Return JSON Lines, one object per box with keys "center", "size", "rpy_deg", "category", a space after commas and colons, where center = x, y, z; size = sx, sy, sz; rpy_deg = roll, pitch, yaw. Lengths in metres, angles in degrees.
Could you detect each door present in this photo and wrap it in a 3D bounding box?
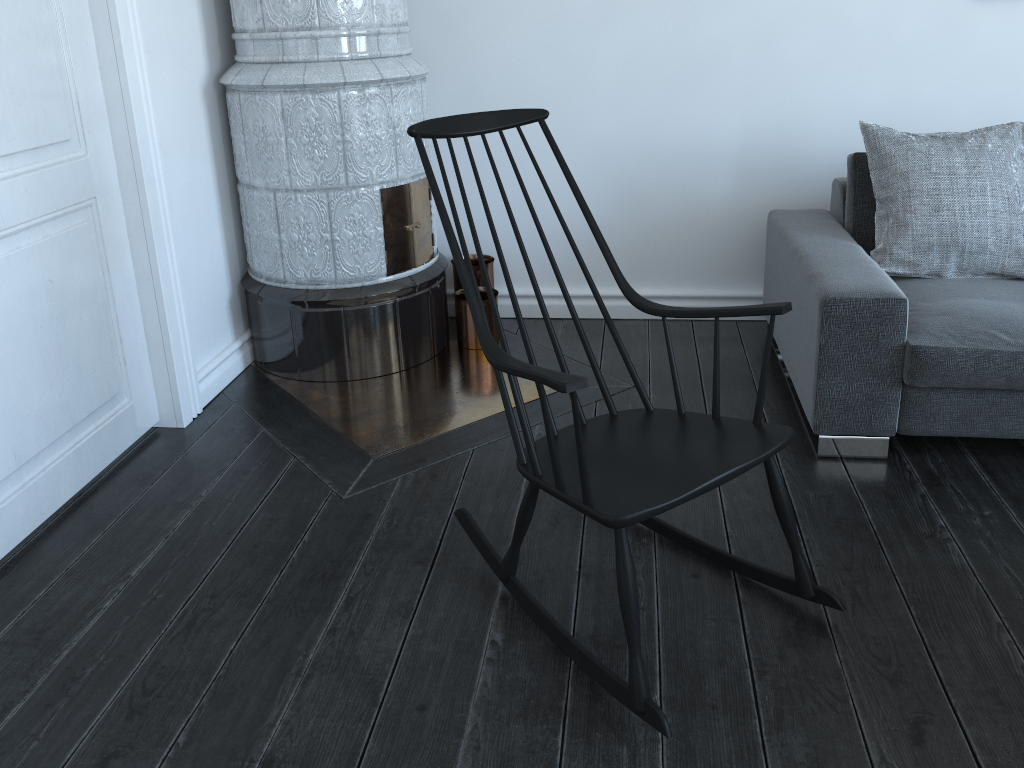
{"center": [-1.201, -0.810, 1.998], "size": [0.116, 2.389, 1.212], "rpy_deg": [0, 19, 8], "category": "door"}

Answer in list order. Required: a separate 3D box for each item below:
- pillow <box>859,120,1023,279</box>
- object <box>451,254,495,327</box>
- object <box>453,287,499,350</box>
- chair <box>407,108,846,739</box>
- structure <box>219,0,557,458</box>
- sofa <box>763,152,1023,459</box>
{"center": [2.126, -0.560, 2.671], "size": [2.056, 0.476, 0.496], "rpy_deg": [3, 21, 12], "category": "pillow"}
{"center": [-0.151, -0.364, 3.540], "size": [0.173, 0.271, 0.182], "rpy_deg": [1, 20, 8], "category": "object"}
{"center": [-0.133, -0.252, 3.377], "size": [0.174, 0.192, 0.178], "rpy_deg": [-3, 20, -1], "category": "object"}
{"center": [0.183, -0.033, 1.856], "size": [0.621, 0.970, 0.925], "rpy_deg": [-16, 24, -34], "category": "chair"}
{"center": [-0.527, -1.413, 2.833], "size": [0.789, 2.790, 1.296], "rpy_deg": [-15, 23, -34], "category": "structure"}
{"center": [2.055, -0.300, 2.649], "size": [2.372, 0.699, 1.125], "rpy_deg": [1, 22, 8], "category": "sofa"}
